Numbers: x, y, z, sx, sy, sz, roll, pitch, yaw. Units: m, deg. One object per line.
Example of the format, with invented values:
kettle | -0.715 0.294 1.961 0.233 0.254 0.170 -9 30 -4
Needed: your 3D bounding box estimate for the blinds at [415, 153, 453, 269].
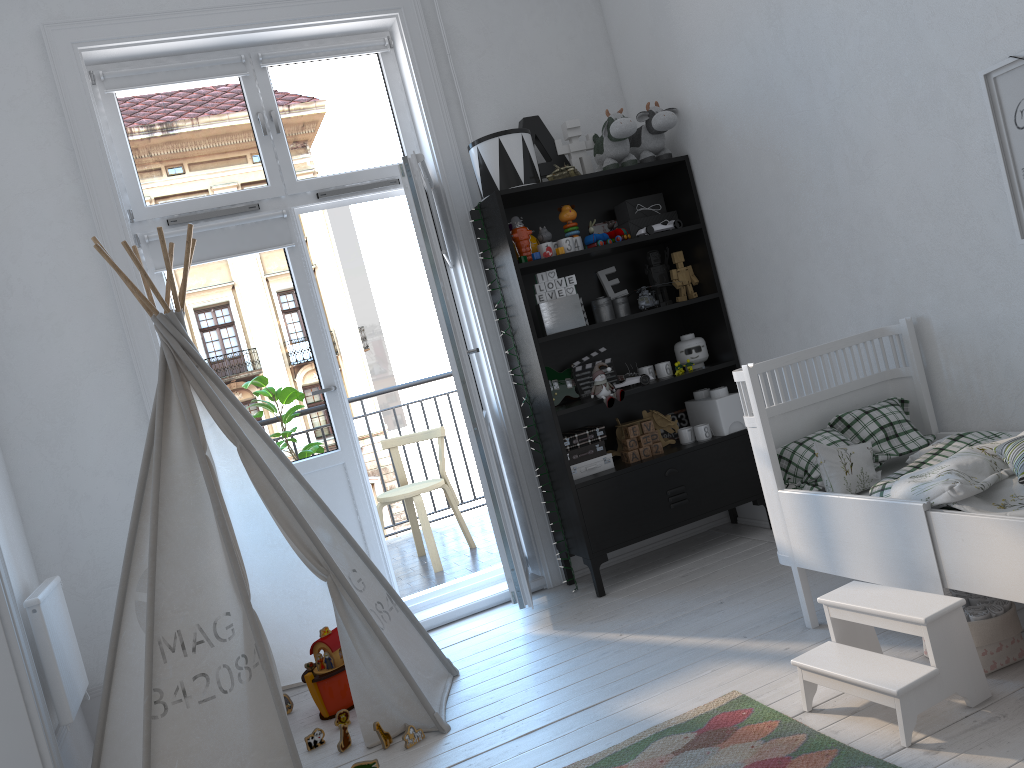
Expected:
blinds | -0.307 -0.693 3.643 0.032 0.390 0.565 -15 2 0

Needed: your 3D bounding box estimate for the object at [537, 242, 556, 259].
object | 0.143 -0.547 3.667 0.067 0.067 0.067 -15 2 -19

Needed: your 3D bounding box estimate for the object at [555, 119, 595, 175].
object | 0.292 -1.020 3.935 0.190 0.291 0.065 -15 3 -15

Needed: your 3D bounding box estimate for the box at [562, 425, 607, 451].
box | 0.270 0.234 3.772 0.215 0.062 0.179 -15 2 -20

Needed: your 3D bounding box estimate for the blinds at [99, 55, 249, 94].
blinds | -1.358 -1.256 3.587 0.565 0.087 0.032 -15 3 -20

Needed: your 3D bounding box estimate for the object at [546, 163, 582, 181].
object | 0.213 -0.894 3.737 0.121 0.100 0.338 -14 2 15

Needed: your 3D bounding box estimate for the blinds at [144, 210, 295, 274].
blinds | -1.185 -0.584 3.617 0.565 0.158 0.032 -15 3 -20

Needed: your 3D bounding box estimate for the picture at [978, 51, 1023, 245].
picture | 1.483 -0.647 2.136 0.030 0.493 0.703 -15 2 -20

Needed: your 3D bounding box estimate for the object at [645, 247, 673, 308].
object | 0.666 -0.476 3.965 0.117 0.259 0.081 -15 3 -20

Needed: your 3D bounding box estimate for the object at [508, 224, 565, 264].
object | 0.054 -0.592 3.712 0.197 0.197 0.318 -16 2 -24

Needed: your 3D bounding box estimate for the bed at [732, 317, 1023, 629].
bed | 1.305 0.232 2.265 0.670 0.833 1.404 -15 2 -20

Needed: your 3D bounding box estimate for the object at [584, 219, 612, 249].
object | 0.359 -0.637 3.776 0.121 0.126 0.087 -17 3 -43

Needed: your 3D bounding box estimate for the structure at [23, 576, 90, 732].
structure | -1.496 0.886 2.957 0.075 0.460 0.636 -16 2 -24

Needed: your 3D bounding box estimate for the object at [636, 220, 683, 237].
object | 0.633 -0.669 3.827 0.230 0.048 0.098 -16 2 -30

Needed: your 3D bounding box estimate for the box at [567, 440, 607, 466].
box | 0.269 0.298 3.766 0.215 0.062 0.179 -15 2 -20

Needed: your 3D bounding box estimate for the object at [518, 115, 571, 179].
object | 0.118 -1.001 3.903 0.343 0.344 0.057 -15 3 -20

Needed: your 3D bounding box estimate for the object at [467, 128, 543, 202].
object | -0.019 -0.917 3.770 0.272 0.259 0.394 -14 2 8

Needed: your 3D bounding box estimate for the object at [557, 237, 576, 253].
object | 0.227 -0.569 3.683 0.067 0.067 0.067 -15 2 -19

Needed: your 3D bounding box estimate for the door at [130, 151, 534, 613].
door | -0.637 0.108 3.541 1.263 1.839 0.637 -15 3 -18

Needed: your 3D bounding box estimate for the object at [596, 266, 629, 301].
object | 0.453 -0.453 4.001 0.107 0.151 0.055 -15 3 -20

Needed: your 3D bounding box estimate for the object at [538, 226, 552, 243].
object | 0.150 -0.602 3.828 0.063 0.160 0.063 -17 3 -41

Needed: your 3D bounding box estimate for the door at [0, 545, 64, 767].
door | -1.633 0.303 2.277 0.504 2.178 1.466 -16 3 -36

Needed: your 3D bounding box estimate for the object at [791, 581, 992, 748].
object | 0.887 0.649 2.123 0.288 0.246 0.332 -16 2 -25

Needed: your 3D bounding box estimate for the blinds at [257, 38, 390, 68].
blinds | -0.800 -1.422 3.800 0.565 0.060 0.032 -15 2 -20

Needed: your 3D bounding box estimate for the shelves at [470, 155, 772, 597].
shelves | 0.498 -0.054 3.847 0.911 1.678 0.353 -15 3 -20

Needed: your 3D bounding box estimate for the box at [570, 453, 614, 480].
box | 0.302 0.352 3.776 0.215 0.062 0.179 -15 2 -20

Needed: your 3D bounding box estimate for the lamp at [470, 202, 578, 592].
lamp | 0.452 -0.047 3.898 0.984 1.685 0.095 -15 3 -23

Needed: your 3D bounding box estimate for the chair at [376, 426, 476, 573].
chair | -0.535 0.644 4.910 0.437 0.716 0.497 -13 3 25

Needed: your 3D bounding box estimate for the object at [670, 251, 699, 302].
object | 0.760 -0.479 3.933 0.114 0.221 0.052 -15 3 -21

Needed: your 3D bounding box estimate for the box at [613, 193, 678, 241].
box | 0.600 -0.740 3.968 0.251 0.189 0.179 -15 2 -20

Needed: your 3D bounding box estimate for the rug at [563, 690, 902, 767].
rug | 0.359 0.938 1.231 1.319 0.016 2.029 -15 2 -20

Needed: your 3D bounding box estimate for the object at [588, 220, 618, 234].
object | 0.523 -0.695 4.050 0.347 0.132 0.037 -15 3 -20

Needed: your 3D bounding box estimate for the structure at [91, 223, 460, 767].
structure | -0.953 0.330 2.847 1.141 1.750 1.144 -17 3 -44

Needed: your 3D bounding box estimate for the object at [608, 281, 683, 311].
object | 0.581 -0.372 3.874 0.367 0.106 0.349 -15 2 -18

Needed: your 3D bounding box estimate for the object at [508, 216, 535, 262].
object | 0.046 -0.591 3.634 0.105 0.203 0.072 -15 2 -13

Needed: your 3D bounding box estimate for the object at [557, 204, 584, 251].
object | 0.249 -0.652 3.736 0.077 0.213 0.077 -14 2 13

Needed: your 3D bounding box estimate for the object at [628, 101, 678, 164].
object | 0.568 -1.065 3.867 0.210 0.253 0.387 -16 3 -36

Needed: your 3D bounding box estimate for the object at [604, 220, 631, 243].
object | 0.444 -0.661 3.853 0.122 0.112 0.087 -13 3 41

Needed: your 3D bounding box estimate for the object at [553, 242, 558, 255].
object | 0.176 -0.558 3.726 0.067 0.067 0.067 -12 3 44

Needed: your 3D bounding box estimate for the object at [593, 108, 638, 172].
object | 0.431 -1.028 3.811 0.154 0.253 0.370 -15 2 -12

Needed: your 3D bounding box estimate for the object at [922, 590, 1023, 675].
object | 1.163 0.624 2.256 0.215 0.148 0.240 -15 2 -13

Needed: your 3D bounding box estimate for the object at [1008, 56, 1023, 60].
object | 1.487 -0.846 1.973 0.058 0.415 0.905 -15 2 -21
